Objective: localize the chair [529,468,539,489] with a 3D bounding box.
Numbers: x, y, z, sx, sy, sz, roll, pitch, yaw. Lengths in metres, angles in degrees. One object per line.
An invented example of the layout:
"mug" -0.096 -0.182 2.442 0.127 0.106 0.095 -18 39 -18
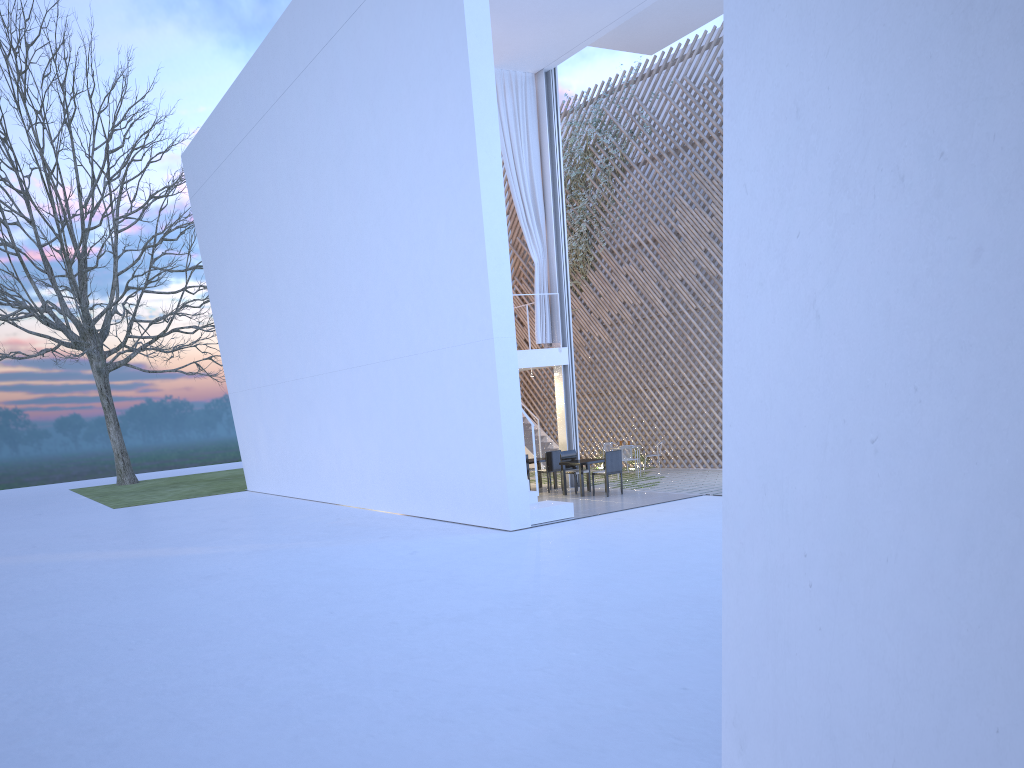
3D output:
"chair" 0.135 0.951 9.058 0.184 0.474 0.226 -15 18 -31

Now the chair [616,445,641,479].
"chair" 1.299 0.867 9.208 0.263 0.411 0.224 -2 14 13

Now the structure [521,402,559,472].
"structure" -0.316 0.246 11.334 1.121 2.123 1.902 -17 15 -38

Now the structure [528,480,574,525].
"structure" -0.265 -0.528 7.890 1.655 3.583 3.516 -15 13 -32

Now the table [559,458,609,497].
"table" 0.727 0.931 8.205 0.346 0.359 0.338 -11 11 -31

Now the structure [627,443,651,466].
"structure" 1.545 0.900 10.205 0.310 0.350 0.277 4 15 43

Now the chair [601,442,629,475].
"chair" 1.206 0.884 9.809 0.252 0.411 0.235 -13 16 -30

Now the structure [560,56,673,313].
"structure" 1.019 -2.057 9.827 0.695 2.947 2.289 -20 18 -40

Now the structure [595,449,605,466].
"structure" 1.188 0.977 10.733 0.260 0.282 0.249 -10 11 -23

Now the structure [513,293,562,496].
"structure" 0.333 0.027 7.584 1.313 1.936 1.377 -13 14 -31

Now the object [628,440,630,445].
"object" 1.334 0.674 9.378 0.032 0.083 0.028 -1 17 13

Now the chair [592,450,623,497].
"chair" 0.912 0.860 7.922 0.184 0.474 0.226 -15 18 -31

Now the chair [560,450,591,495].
"chair" 0.645 0.892 8.330 0.184 0.474 0.226 -15 18 -31

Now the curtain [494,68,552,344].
"curtain" 0.105 -1.636 7.907 0.491 2.617 0.092 -15 21 -30

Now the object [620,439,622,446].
"object" 1.266 0.683 9.552 0.032 0.083 0.028 -1 17 13

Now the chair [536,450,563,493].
"chair" 0.385 0.922 8.678 0.184 0.474 0.226 -15 18 -31

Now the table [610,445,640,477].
"table" 1.316 0.891 9.529 0.349 0.361 0.320 -2 11 21

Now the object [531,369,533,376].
"object" -0.946 0.389 9.067 1.611 0.884 1.790 -8 4 -34

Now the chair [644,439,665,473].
"chair" 1.636 0.838 9.487 0.250 0.411 0.237 -3 14 8

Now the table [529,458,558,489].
"table" 0.021 1.007 8.792 0.886 0.357 0.337 -7 9 -29

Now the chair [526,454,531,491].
"chair" 0.039 0.953 8.486 0.184 0.474 0.226 -15 18 -31

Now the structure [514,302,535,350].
"structure" 0.030 -0.545 9.142 0.026 0.598 1.648 -17 8 -33
